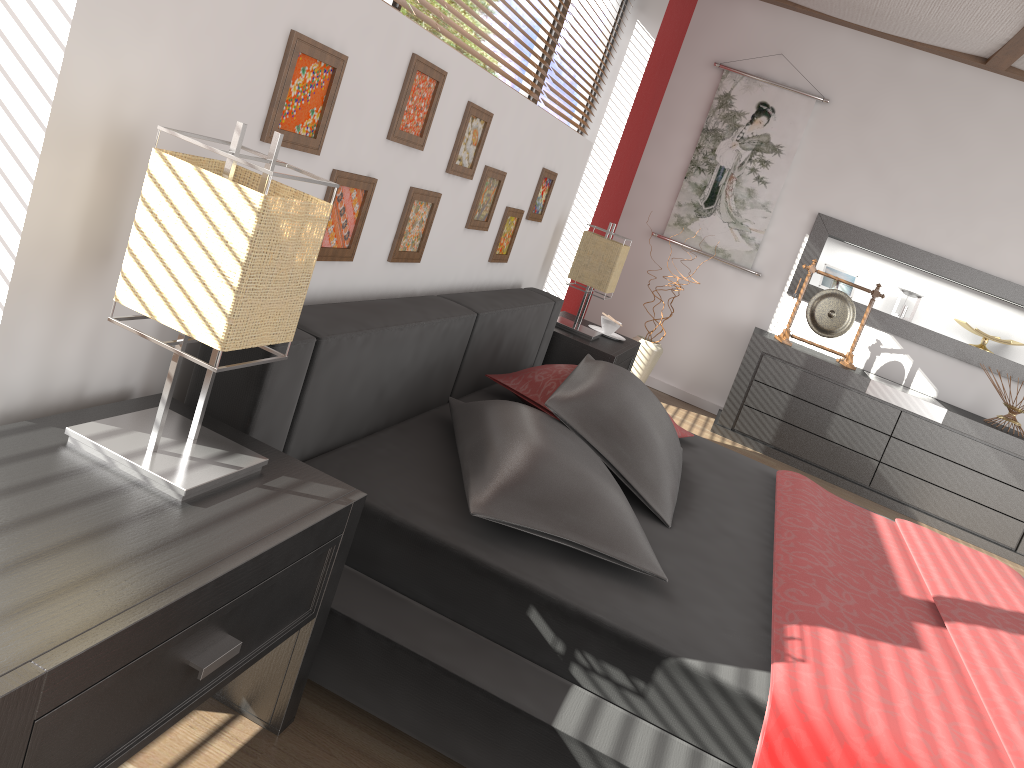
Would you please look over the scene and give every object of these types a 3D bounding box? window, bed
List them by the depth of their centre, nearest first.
[{"bbox_3d":[0.715,0.583,2.244,2.374,0.584,2.474,22,11,13],"label":"bed"},{"bbox_3d":[-0.196,-1.247,2.419,0.020,0.797,2.822,24,11,13],"label":"window"},{"bbox_3d":[0.167,-0.903,4.407,0.020,1.920,0.890,24,13,13],"label":"window"}]

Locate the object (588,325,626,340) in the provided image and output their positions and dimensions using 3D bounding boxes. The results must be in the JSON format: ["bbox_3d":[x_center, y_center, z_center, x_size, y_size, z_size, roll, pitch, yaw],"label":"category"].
[{"bbox_3d":[0.425,-0.023,4.116,0.176,0.012,0.180,27,13,38],"label":"object"}]

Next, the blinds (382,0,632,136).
[{"bbox_3d":[-0.339,-0.687,2.531,0.031,1.979,4.849,24,11,13],"label":"blinds"}]

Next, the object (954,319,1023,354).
[{"bbox_3d":[2.750,-0.065,5.242,0.345,0.118,0.181,20,11,3],"label":"object"}]

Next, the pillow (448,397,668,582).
[{"bbox_3d":[0.063,0.293,2.067,0.415,0.174,0.740,17,10,-11],"label":"pillow"}]

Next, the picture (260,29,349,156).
[{"bbox_3d":[-0.370,-0.424,1.646,0.010,0.203,0.200,24,12,13],"label":"picture"}]

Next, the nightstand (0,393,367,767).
[{"bbox_3d":[-0.586,0.411,1.195,0.406,0.429,0.701,23,11,13],"label":"nightstand"}]

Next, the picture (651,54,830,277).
[{"bbox_3d":[1.414,-1.107,5.355,0.690,1.288,0.028,23,13,13],"label":"picture"}]

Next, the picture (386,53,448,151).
[{"bbox_3d":[-0.207,-0.529,2.093,0.010,0.203,0.200,24,12,13],"label":"picture"}]

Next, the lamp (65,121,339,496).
[{"bbox_3d":[-0.415,-0.042,1.252,0.197,0.487,0.200,23,13,13],"label":"lamp"}]

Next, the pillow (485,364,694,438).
[{"bbox_3d":[0.274,0.200,2.952,0.410,0.174,0.748,26,12,32],"label":"pillow"}]

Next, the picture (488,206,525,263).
[{"bbox_3d":[-0.013,-0.347,3.154,0.010,0.203,0.200,24,12,13],"label":"picture"}]

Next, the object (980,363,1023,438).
[{"bbox_3d":[2.683,0.281,4.837,0.479,0.286,0.476,16,12,-20],"label":"object"}]

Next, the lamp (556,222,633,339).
[{"bbox_3d":[0.352,-0.261,3.835,0.197,0.487,0.200,23,13,13],"label":"lamp"}]

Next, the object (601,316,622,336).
[{"bbox_3d":[0.437,-0.053,4.109,0.097,0.070,0.100,28,14,38],"label":"object"}]

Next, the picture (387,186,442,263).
[{"bbox_3d":[-0.250,-0.275,2.361,0.010,0.203,0.200,24,12,13],"label":"picture"}]

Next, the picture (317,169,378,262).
[{"bbox_3d":[-0.367,-0.243,1.968,0.010,0.203,0.200,24,12,13],"label":"picture"}]

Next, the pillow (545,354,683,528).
[{"bbox_3d":[0.303,0.234,2.527,0.380,0.244,0.744,21,11,9],"label":"pillow"}]

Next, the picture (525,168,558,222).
[{"bbox_3d":[0.124,-0.525,3.380,0.010,0.203,0.200,24,12,13],"label":"picture"}]

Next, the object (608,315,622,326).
[{"bbox_3d":[0.463,-0.082,4.093,0.007,0.007,0.190,17,10,-16],"label":"object"}]

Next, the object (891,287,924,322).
[{"bbox_3d":[2.347,-0.257,5.355,0.159,0.173,0.157,14,13,-27],"label":"object"}]

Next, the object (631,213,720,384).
[{"bbox_3d":[0.840,-0.175,5.179,0.361,1.050,0.419,18,13,-11],"label":"object"}]

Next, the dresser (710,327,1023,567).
[{"bbox_3d":[2.042,0.497,5.069,1.711,0.616,0.541,22,12,13],"label":"dresser"}]

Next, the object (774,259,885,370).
[{"bbox_3d":[1.783,-0.185,5.033,0.484,0.505,0.172,20,13,-2],"label":"object"}]

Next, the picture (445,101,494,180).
[{"bbox_3d":[-0.104,-0.530,2.492,0.010,0.203,0.200,24,12,13],"label":"picture"}]

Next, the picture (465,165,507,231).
[{"bbox_3d":[-0.072,-0.419,2.805,0.010,0.203,0.200,24,12,13],"label":"picture"}]

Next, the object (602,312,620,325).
[{"bbox_3d":[0.446,-0.090,4.106,0.007,0.007,0.190,15,11,-21],"label":"object"}]

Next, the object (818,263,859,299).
[{"bbox_3d":[1.974,-0.390,5.414,0.224,0.148,0.041,18,13,-7],"label":"object"}]

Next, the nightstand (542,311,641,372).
[{"bbox_3d":[0.260,0.170,4.044,0.406,0.429,0.701,23,11,13],"label":"nightstand"}]
